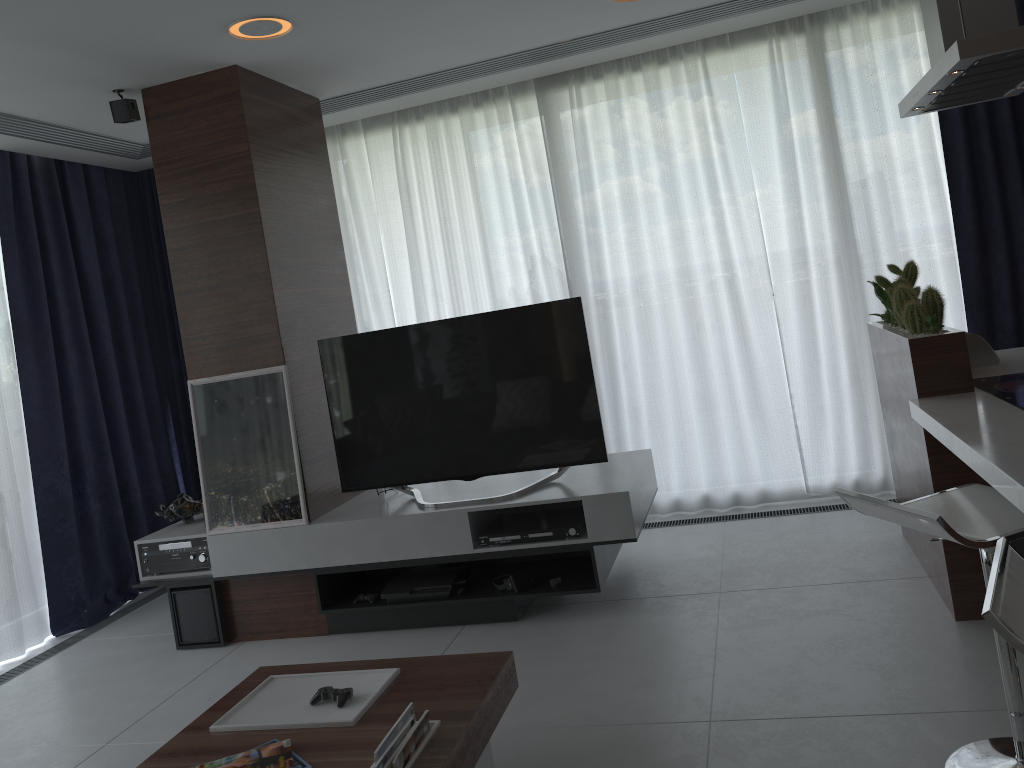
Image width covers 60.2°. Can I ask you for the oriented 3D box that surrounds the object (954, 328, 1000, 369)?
[{"bbox_3d":[1.822,-0.150,3.614,0.221,0.145,0.346,-9,4,15],"label":"object"}]

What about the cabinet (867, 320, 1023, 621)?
[{"bbox_3d":[1.477,-0.434,2.299,0.783,2.548,3.355,-9,3,16],"label":"cabinet"}]

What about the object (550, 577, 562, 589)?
[{"bbox_3d":[0.181,0.813,3.605,0.044,0.043,0.044,-9,2,16],"label":"object"}]

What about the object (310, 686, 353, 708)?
[{"bbox_3d":[-0.468,0.811,2.305,0.112,0.036,0.071,-7,4,28],"label":"object"}]

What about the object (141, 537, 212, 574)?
[{"bbox_3d":[-1.506,0.781,4.240,0.368,0.150,0.371,-8,4,15],"label":"object"}]

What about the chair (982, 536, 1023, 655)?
[{"bbox_3d":[1.068,0.640,1.384,0.461,0.708,0.399,-9,1,33],"label":"chair"}]

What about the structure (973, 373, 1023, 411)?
[{"bbox_3d":[1.775,0.010,2.758,0.502,0.057,0.768,-8,5,15],"label":"structure"}]

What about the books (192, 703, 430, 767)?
[{"bbox_3d":[3.243,0.295,2.356,8.247,0.373,0.405,-10,2,-6],"label":"books"}]

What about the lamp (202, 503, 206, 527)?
[{"bbox_3d":[-1.425,0.567,4.182,0.078,0.211,0.152,-9,1,-26],"label":"lamp"}]

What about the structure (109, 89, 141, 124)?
[{"bbox_3d":[-1.766,-1.259,4.026,0.084,0.142,0.115,-9,2,5],"label":"structure"}]

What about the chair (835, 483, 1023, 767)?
[{"bbox_3d":[1.119,0.575,2.078,0.465,0.708,0.395,-10,1,-12],"label":"chair"}]

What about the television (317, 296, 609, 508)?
[{"bbox_3d":[-0.228,0.102,3.879,1.226,0.786,0.299,-9,0,15],"label":"television"}]

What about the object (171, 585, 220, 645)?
[{"bbox_3d":[-1.401,1.039,4.115,0.212,0.251,0.256,-9,2,15],"label":"object"}]

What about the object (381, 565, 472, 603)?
[{"bbox_3d":[-0.369,0.869,3.868,0.313,0.067,0.316,-8,5,15],"label":"object"}]

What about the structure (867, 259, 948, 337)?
[{"bbox_3d":[1.527,-0.344,3.462,0.221,0.285,1.007,-9,4,18],"label":"structure"}]

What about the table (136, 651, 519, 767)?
[{"bbox_3d":[-0.454,1.008,2.174,0.797,0.352,0.810,-8,4,15],"label":"table"}]

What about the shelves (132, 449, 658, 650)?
[{"bbox_3d":[-0.510,0.775,4.190,2.341,0.499,0.878,-8,4,15],"label":"shelves"}]

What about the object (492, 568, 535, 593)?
[{"bbox_3d":[-0.009,0.819,3.717,0.183,0.079,0.118,-6,5,45],"label":"object"}]

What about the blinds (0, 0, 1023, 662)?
[{"bbox_3d":[-0.595,-0.164,1.826,5.774,2.769,7.185,-8,4,19],"label":"blinds"}]

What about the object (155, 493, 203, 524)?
[{"bbox_3d":[-1.605,0.611,4.386,0.313,0.150,0.136,-11,3,-28],"label":"object"}]

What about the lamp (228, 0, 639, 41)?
[{"bbox_3d":[2.120,-1.708,1.215,9.580,0.084,5.362,-9,5,1],"label":"lamp"}]

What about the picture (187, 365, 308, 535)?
[{"bbox_3d":[-1.179,0.298,3.926,0.498,0.700,0.053,-9,0,15],"label":"picture"}]

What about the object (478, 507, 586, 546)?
[{"bbox_3d":[0.109,0.604,3.744,0.429,0.053,0.337,-8,5,15],"label":"object"}]

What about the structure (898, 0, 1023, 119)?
[{"bbox_3d":[1.626,-1.438,3.102,0.445,0.759,1.050,-9,3,15],"label":"structure"}]

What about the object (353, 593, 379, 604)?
[{"bbox_3d":[-0.631,0.931,3.851,0.112,0.036,0.071,-7,4,28],"label":"object"}]
